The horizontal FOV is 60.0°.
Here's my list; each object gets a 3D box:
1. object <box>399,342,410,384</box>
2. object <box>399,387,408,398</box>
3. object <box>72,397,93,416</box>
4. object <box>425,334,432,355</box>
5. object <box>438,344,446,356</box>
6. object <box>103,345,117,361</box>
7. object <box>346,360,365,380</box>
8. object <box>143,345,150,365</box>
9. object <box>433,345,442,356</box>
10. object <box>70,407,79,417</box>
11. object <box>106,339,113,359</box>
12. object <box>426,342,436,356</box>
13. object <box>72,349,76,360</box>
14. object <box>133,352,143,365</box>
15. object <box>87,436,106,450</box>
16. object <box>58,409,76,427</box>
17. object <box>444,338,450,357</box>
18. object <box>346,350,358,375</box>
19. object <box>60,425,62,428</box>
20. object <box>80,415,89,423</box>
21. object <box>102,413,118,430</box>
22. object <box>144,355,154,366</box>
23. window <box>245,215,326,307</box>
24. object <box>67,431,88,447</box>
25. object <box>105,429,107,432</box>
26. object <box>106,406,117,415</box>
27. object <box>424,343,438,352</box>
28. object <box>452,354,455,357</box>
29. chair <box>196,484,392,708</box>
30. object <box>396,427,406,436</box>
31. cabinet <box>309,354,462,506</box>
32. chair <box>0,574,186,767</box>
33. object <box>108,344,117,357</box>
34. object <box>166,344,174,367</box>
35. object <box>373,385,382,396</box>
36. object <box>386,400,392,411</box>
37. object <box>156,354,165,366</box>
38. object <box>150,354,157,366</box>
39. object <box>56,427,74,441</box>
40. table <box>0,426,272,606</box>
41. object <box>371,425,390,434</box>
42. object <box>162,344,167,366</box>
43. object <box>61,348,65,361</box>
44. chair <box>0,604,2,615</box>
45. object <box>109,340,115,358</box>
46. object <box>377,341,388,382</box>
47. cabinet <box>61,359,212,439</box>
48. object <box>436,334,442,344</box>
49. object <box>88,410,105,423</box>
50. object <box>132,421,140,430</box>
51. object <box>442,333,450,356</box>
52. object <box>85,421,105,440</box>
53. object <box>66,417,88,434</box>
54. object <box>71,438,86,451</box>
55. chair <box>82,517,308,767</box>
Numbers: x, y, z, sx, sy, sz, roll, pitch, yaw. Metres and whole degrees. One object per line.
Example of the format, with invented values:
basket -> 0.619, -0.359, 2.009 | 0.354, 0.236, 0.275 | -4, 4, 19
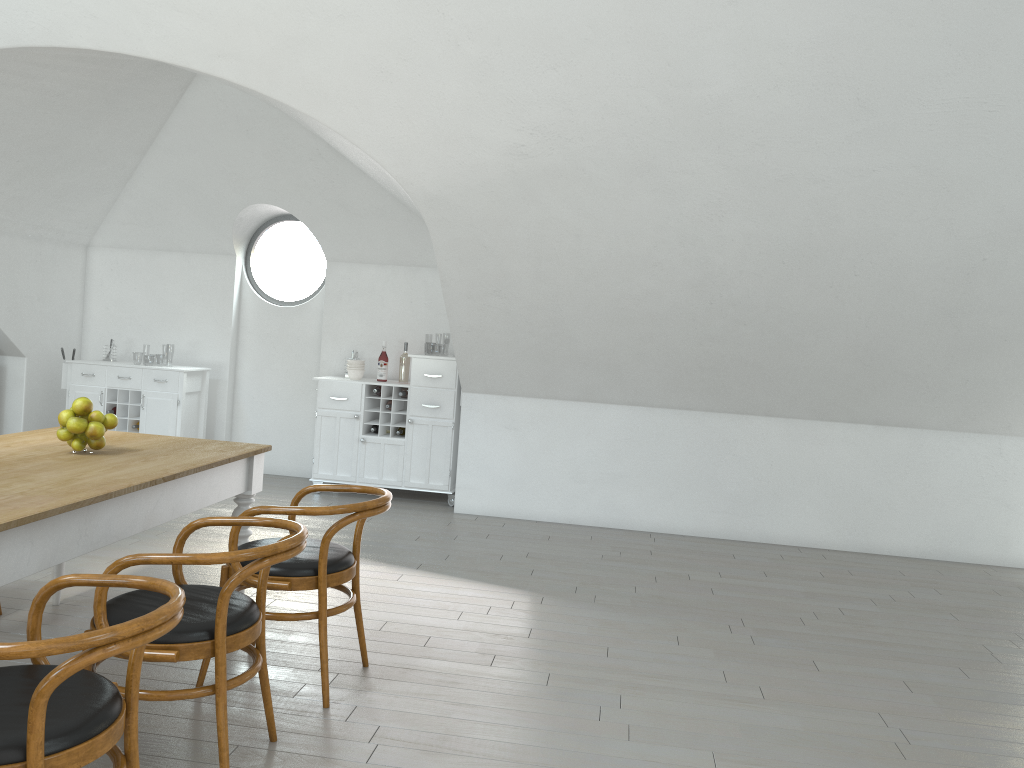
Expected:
object -> -0.862, -0.170, 7.132 | 0.085, 0.330, 0.085 | 3, 2, -34
object -> -0.848, 0.072, 7.098 | 0.087, 0.084, 0.360 | 4, 3, 7
object -> -1.627, 0.085, 3.359 | 0.072, 0.074, 0.072 | 4, 2, 7
object -> -0.667, -0.312, 7.076 | 0.048, 0.169, 0.048 | 5, 2, 40
object -> -0.565, -0.274, 7.149 | 0.071, 0.098, 0.071 | 5, 2, 16
object -> -3.376, -0.256, 7.443 | 0.101, 0.137, 0.067 | 4, 2, 7
object -> -1.264, -0.114, 7.166 | 0.154, 0.160, 0.158 | 6, 3, 35
object -> -2.986, -0.236, 7.234 | 0.048, 0.169, 0.048 | 4, 2, -5
object -> -0.604, -0.266, 7.076 | 0.077, 0.085, 0.077 | 5, 2, 15
object -> -1.677, 0.110, 3.424 | 0.062, 0.059, 0.062 | 4, 2, 8
object -> -3.383, -0.292, 7.449 | 0.039, 0.175, 0.054 | 4, 2, 7
object -> -0.644, -0.274, 6.999 | 0.081, 0.105, 0.082 | 2, 3, -44
object -> -3.586, -0.157, 7.227 | 0.088, 0.268, 0.029 | 5, 2, 34
object -> -3.025, -0.203, 7.162 | 0.082, 0.105, 0.082 | 5, 2, 21
object -> -1.587, 0.221, 3.387 | 0.063, 0.063, 0.064 | 5, 2, 18
object -> -1.674, 0.131, 3.339 | 0.066, 0.071, 0.072 | 3, 3, -23
object -> -0.522, -0.290, 7.060 | 0.046, 0.143, 0.046 | 5, 2, 19
object -> -1.330, -0.177, 7.399 | 0.115, 0.209, 0.065 | 4, 2, 10
object -> -1.696, 0.155, 3.395 | 0.062, 0.059, 0.062 | 5, 2, 11
object -> -1.633, 0.130, 3.400 | 0.053, 0.050, 0.053 | 3, 3, -22
object -> -1.548, 0.144, 3.410 | 0.063, 0.063, 0.062 | 3, 3, -30
object -> -2.943, -0.188, 7.188 | 0.077, 0.085, 0.077 | 4, 2, -5
window -> -1.941, -1.076, 7.764 | 0.900, 0.899, 0.060 | 4, 1, 7
object -> -1.660, 0.208, 3.390 | 0.080, 0.074, 0.078 | 2, 3, -38
object -> -1.603, 0.162, 3.432 | 0.076, 0.076, 0.077 | 3, 3, -26
object -> -3.186, 0.222, 7.185 | 0.082, 0.085, 0.317 | 4, 3, 8
object -> -0.657, -0.278, 7.151 | 0.093, 0.093, 0.094 | 6, 3, 40
object -> -0.453, -0.287, 7.084 | 0.046, 0.143, 0.046 | 5, 2, 19
chair -> -0.787, 0.759, 3.368 | 0.621, 0.734, 0.527 | 4, 2, 10
object -> -0.873, 0.375, 7.112 | 0.081, 0.081, 0.359 | 4, 3, 5
cabinet -> -0.970, 0.320, 7.183 | 1.243, 1.153, 0.610 | 4, 2, 7
chair -> -1.060, 0.819, 1.941 | 0.621, 0.734, 0.527 | 4, 2, 7
object -> -3.373, -0.276, 7.450 | 0.097, 0.136, 0.029 | 4, 2, 11
object -> -2.795, -0.232, 7.242 | 0.063, 0.187, 0.063 | 4, 2, -7
object -> -1.052, 0.051, 7.133 | 0.093, 0.094, 0.359 | 4, 3, 8
object -> -0.959, 0.169, 7.130 | 0.085, 0.085, 0.331 | 4, 3, 7
object -> -2.864, -0.191, 7.212 | 0.071, 0.098, 0.071 | 5, 2, 31
object -> -2.927, -0.196, 7.278 | 0.094, 0.093, 0.093 | 4, 2, -5
object -> -1.671, 0.187, 3.316 | 0.059, 0.056, 0.059 | 4, 2, 2
table -> -1.816, 0.707, 2.358 | 1.019, 0.798, 3.351 | 4, 3, 7
object -> -1.043, 0.358, 7.141 | 0.156, 0.085, 0.331 | 4, 3, 8
object -> -2.847, -0.234, 7.279 | 0.054, 0.179, 0.054 | 4, 2, -15
object -> -3.640, -0.162, 7.234 | 0.088, 0.268, 0.029 | 3, 2, -19
chair -> -2.502, 0.622, 3.641 | 0.621, 0.734, 0.528 | 4, 2, 4
object -> -3.353, -0.287, 7.430 | 0.039, 0.164, 0.024 | 5, 2, 20
object -> -1.040, -0.183, 7.161 | 0.081, 0.329, 0.081 | 4, 2, 3
cabinet -> -3.104, 0.231, 7.270 | 1.135, 0.788, 0.497 | 4, 2, 7
object -> -0.601, -0.320, 7.206 | 0.054, 0.179, 0.054 | 4, 2, 2
object -> -1.576, 0.128, 3.361 | 0.058, 0.057, 0.053 | 5, 2, 22
object -> -2.992, 0.338, 7.199 | 0.082, 0.083, 0.317 | 4, 3, 7
object -> -0.537, -0.320, 7.216 | 0.063, 0.187, 0.063 | 4, 2, -6
object -> -1.567, 0.176, 3.331 | 0.071, 0.072, 0.071 | 3, 3, -28
object -> -1.617, 0.154, 3.296 | 0.071, 0.064, 0.072 | 4, 2, 1
object -> -1.629, 0.228, 3.331 | 0.050, 0.050, 0.051 | 5, 2, 11
chair -> -0.950, 0.787, 2.660 | 0.621, 0.734, 0.528 | 4, 2, 3
